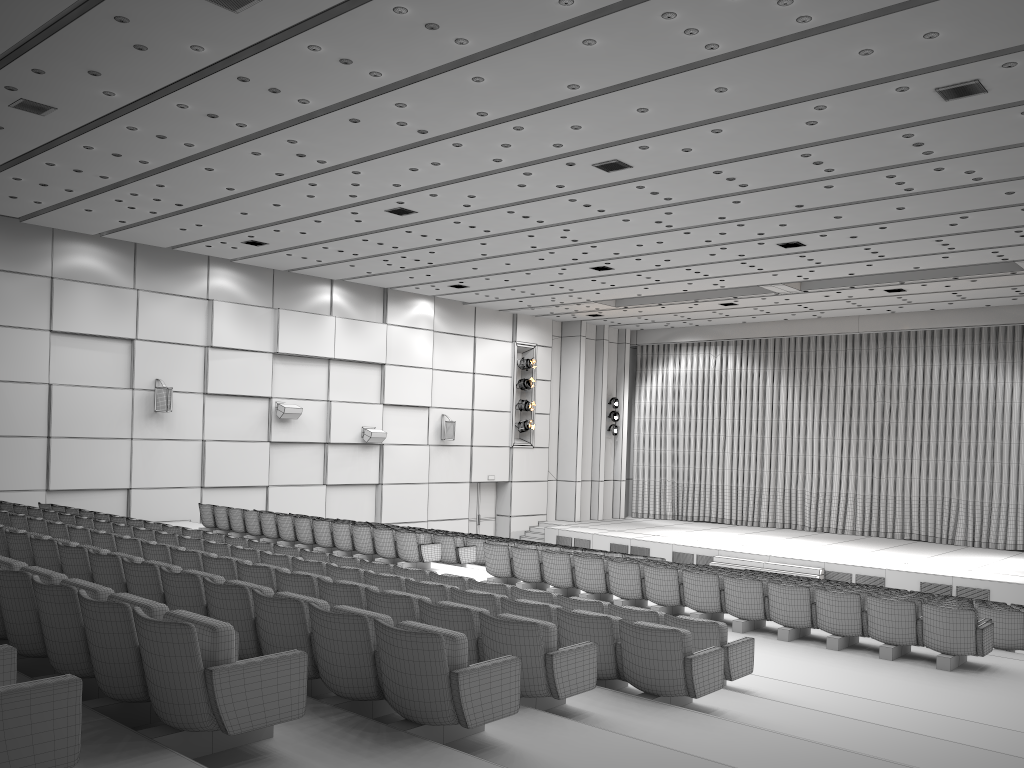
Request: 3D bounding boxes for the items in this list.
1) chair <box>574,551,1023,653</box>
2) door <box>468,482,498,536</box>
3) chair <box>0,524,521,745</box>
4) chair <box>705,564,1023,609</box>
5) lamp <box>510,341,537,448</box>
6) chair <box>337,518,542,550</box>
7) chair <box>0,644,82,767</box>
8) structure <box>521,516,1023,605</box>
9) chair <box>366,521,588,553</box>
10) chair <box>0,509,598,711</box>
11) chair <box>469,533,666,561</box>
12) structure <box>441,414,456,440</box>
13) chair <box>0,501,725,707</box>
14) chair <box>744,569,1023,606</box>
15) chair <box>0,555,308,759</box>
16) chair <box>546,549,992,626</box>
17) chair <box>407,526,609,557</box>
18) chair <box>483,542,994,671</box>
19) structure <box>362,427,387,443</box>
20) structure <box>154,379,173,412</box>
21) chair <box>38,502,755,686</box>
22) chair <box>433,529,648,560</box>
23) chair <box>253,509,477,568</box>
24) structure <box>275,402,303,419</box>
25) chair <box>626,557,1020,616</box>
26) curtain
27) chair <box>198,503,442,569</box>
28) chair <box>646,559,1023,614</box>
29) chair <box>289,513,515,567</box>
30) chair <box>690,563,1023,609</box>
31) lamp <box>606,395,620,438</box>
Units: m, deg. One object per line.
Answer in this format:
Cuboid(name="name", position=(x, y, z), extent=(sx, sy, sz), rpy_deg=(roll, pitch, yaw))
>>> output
Cuboid(name="chair", position=(3.629, 3.019, 12.552), extent=(6.598, 0.621, 0.613), rpy_deg=(-1, -3, 41))
Cuboid(name="door", position=(-1.040, 4.102, 27.421), extent=(0.085, 2.177, 1.701), rpy_deg=(2, 0, 41))
Cuboid(name="chair", position=(-5.326, 1.612, 8.813), extent=(13.745, 0.621, 0.613), rpy_deg=(-1, -3, 41))
Cuboid(name="chair", position=(6.505, 3.912, 15.872), extent=(6.598, 0.621, 0.613), rpy_deg=(-1, -3, 41))
Cuboid(name="lamp", position=(0.356, 0.355, 27.948), extent=(0.745, 3.340, 1.021), rpy_deg=(2, 0, 41))
Cuboid(name="chair", position=(-1.641, 3.375, 18.617), extent=(6.048, 0.621, 0.613), rpy_deg=(-1, -3, 41))
Cuboid(name="chair", position=(-6.764, 1.166, 7.153), extent=(13.745, 0.621, 0.613), rpy_deg=(-1, -3, 41))
Cuboid(name="structure", position=(8.687, 4.883, 24.384), extent=(17.813, 0.845, 8.331), rpy_deg=(-1, -5, 41))
Cuboid(name="chair", position=(-0.935, 3.598, 19.458), extent=(6.598, 0.621, 0.613), rpy_deg=(-1, -3, 41))
Cuboid(name="chair", position=(-4.628, 1.836, 9.661), extent=(13.196, 0.621, 0.613), rpy_deg=(-1, -3, 41))
Cuboid(name="chair", position=(1.265, 4.267, 21.919), extent=(6.048, 0.621, 0.613), rpy_deg=(-1, -3, 41))
Cuboid(name="structure", position=(-1.835, 1.249, 25.485), extent=(0.410, 0.744, 0.409), rpy_deg=(2, 0, -1))
Cuboid(name="chair", position=(-3.889, 2.058, 10.473), extent=(13.745, 0.621, 0.613), rpy_deg=(-1, -3, 41))
Cuboid(name="chair", position=(7.267, 4.134, 16.673), extent=(6.048, 0.621, 0.613), rpy_deg=(-1, -3, 41))
Cuboid(name="chair", position=(-6.066, 1.390, 8.001), extent=(13.196, 0.621, 0.613), rpy_deg=(-1, -3, 41))
Cuboid(name="chair", position=(2.923, 2.796, 11.710), extent=(6.048, 0.621, 0.613), rpy_deg=(-1, -3, 41))
Cuboid(name="chair", position=(-0.204, 3.821, 20.277), extent=(6.048, 0.621, 0.613), rpy_deg=(-1, -3, 41))
Cuboid(name="chair", position=(2.191, 2.573, 10.892), extent=(6.598, 0.621, 0.613), rpy_deg=(-1, -3, 41))
Cuboid(name="structure", position=(-3.673, 1.353, 23.536), extent=(0.470, 0.417, 0.521), rpy_deg=(0, -2, 42))
Cuboid(name="structure", position=(-7.712, 0.253, 19.496), extent=(0.410, 0.744, 0.409), rpy_deg=(2, 0, -1))
Cuboid(name="chair", position=(-3.190, 2.282, 11.321), extent=(13.196, 0.621, 0.613), rpy_deg=(-1, -3, 41))
Cuboid(name="chair", position=(0.502, 4.044, 21.118), extent=(6.598, 0.621, 0.613), rpy_deg=(-1, -3, 41))
Cuboid(name="chair", position=(-3.079, 2.929, 16.957), extent=(6.048, 0.621, 0.613), rpy_deg=(-1, -3, 41))
Cuboid(name="structure", position=(-5.503, 0.651, 21.771), extent=(0.470, 0.417, 0.521), rpy_deg=(0, -2, 41))
Cuboid(name="chair", position=(4.361, 3.242, 13.371), extent=(6.048, 0.621, 0.613), rpy_deg=(-1, -3, 41))
Cuboid(name="curtain", position=(10.835, 1.408, 26.742), extent=(16.125, 6.514, 1.431), rpy_deg=(-1, -1, 41))
Cuboid(name="chair", position=(-3.811, 2.706, 16.138), extent=(6.598, 0.621, 0.613), rpy_deg=(-1, -3, 41))
Cuboid(name="chair", position=(5.067, 3.465, 14.212), extent=(6.598, 0.621, 0.613), rpy_deg=(-1, -3, 41))
Cuboid(name="chair", position=(-2.373, 3.152, 17.798), extent=(6.598, 0.621, 0.613), rpy_deg=(-1, -3, 41))
Cuboid(name="chair", position=(5.799, 3.688, 15.031), extent=(6.048, 0.621, 0.613), rpy_deg=(-1, -3, 41))
Cuboid(name="lamp", position=(3.443, 1.112, 30.255), extent=(0.386, 1.478, 0.436), rpy_deg=(1, 0, -44))
